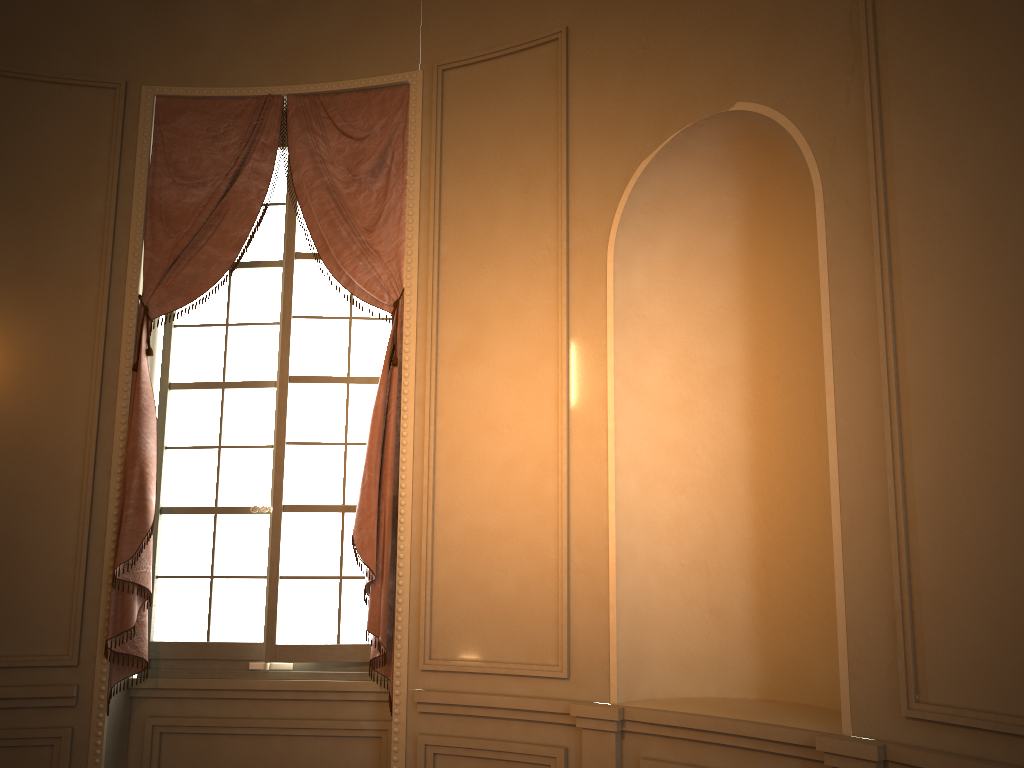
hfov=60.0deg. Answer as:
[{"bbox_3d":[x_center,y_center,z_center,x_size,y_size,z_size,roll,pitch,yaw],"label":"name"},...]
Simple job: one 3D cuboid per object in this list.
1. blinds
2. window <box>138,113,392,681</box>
[{"bbox_3d":[-1.143,0.000,4.094,1.327,2.958,0.289,0,-9,5],"label":"blinds"},{"bbox_3d":[-1.119,-0.019,4.330,1.303,2.819,0.155,-1,-9,6],"label":"window"}]
